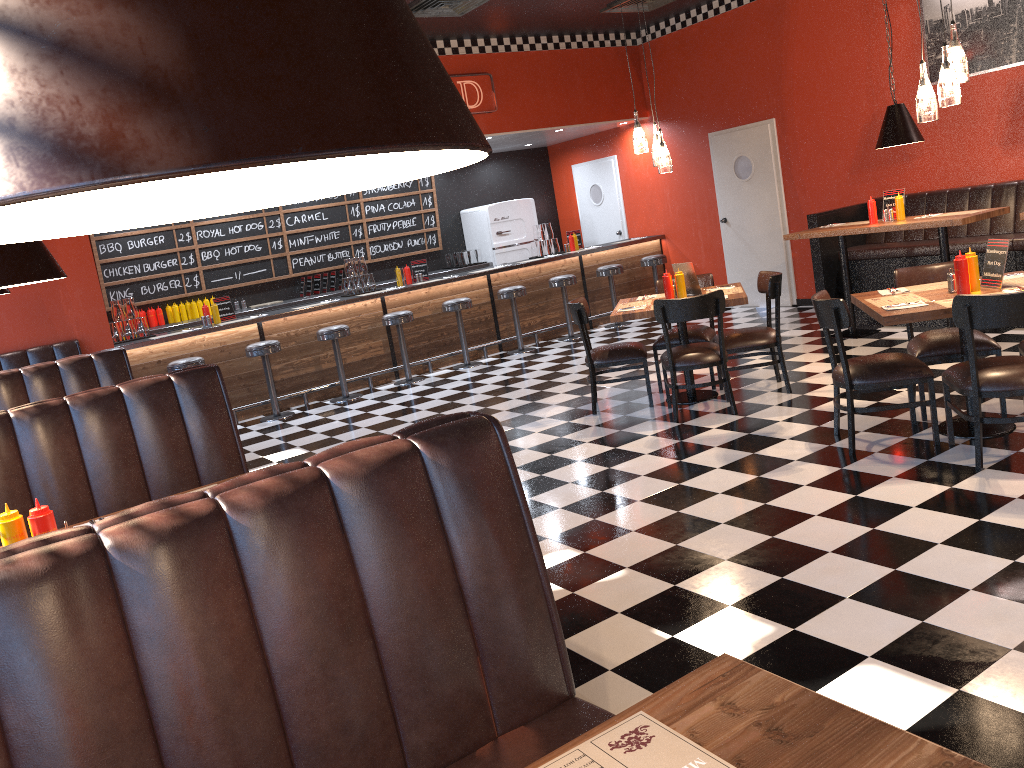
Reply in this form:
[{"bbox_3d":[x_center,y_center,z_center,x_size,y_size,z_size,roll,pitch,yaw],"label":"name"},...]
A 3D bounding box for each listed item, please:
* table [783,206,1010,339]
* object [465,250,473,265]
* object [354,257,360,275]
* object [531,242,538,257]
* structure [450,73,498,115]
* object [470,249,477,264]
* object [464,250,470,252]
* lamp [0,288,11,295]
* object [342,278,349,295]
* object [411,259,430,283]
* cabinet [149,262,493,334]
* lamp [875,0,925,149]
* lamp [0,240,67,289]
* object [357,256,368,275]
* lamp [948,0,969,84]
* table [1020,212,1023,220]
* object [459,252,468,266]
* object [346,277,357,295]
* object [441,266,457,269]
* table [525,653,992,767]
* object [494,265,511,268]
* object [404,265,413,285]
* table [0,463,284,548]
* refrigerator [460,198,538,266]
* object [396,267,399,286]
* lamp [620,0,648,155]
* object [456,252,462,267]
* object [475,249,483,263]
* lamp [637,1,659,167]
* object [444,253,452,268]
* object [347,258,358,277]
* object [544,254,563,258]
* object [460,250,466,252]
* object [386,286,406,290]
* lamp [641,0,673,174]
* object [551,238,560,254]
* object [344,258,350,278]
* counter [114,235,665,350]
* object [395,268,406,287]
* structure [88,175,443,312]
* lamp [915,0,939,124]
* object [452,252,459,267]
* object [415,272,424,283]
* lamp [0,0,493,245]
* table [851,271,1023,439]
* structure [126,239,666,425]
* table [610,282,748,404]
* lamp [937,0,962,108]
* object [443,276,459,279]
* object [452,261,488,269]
[{"bbox_3d":[3.320,-0.909,7.686,0.699,0.993,1.694,-15,11,-31],"label":"table"},{"bbox_3d":[-0.595,-1.763,12.425,0.105,0.207,0.106,-8,9,13],"label":"object"},{"bbox_3d":[-1.775,-1.355,10.191,0.105,0.207,0.106,-8,9,13],"label":"object"},{"bbox_3d":[0.296,-1.747,11.539,0.105,0.207,0.106,-8,9,13],"label":"object"},{"bbox_3d":[-1.406,-3.068,9.633,2.890,0.436,0.122,-16,11,-32],"label":"structure"},{"bbox_3d":[-0.530,-1.796,12.541,0.105,0.207,0.106,-8,9,13],"label":"object"},{"bbox_3d":[-0.633,-1.814,12.732,0.105,0.207,0.106,-8,9,13],"label":"object"},{"bbox_3d":[-2.973,-1.426,4.434,0.381,2.031,0.385,-7,9,17],"label":"lamp"},{"bbox_3d":[-1.891,-1.111,10.136,0.105,0.207,0.106,-8,9,13],"label":"object"},{"bbox_3d":[-1.091,-1.340,10.505,0.188,0.255,0.073,-9,8,3],"label":"object"},{"bbox_3d":[-2.550,-0.622,11.421,5.312,0.993,0.676,-16,11,-32],"label":"cabinet"},{"bbox_3d":[3.055,-2.977,7.223,0.381,2.031,0.385,-8,8,9],"label":"lamp"},{"bbox_3d":[-1.669,-1.267,2.429,0.381,2.031,0.385,-3,11,39],"label":"lamp"},{"bbox_3d":[-1.709,-1.349,10.100,0.105,0.207,0.106,-8,9,13],"label":"object"},{"bbox_3d":[2.201,-2.544,4.551,0.108,1.953,0.109,-5,9,30],"label":"lamp"},{"bbox_3d":[4.475,-0.768,5.909,0.699,0.993,1.694,-15,11,-31],"label":"table"},{"bbox_3d":[-0.667,-1.731,12.321,0.105,0.207,0.106,-8,9,13],"label":"object"},{"bbox_3d":[-1.820,-1.107,10.050,0.105,0.207,0.106,-8,9,13],"label":"object"},{"bbox_3d":[-0.762,-1.692,12.714,0.439,0.018,0.273,-16,12,-31],"label":"object"},{"bbox_3d":[0.003,1.081,0.763,1.701,0.769,0.958,-16,12,-32],"label":"table"},{"bbox_3d":[-0.123,-1.445,10.841,0.158,0.019,0.255,-16,12,-31],"label":"object"},{"bbox_3d":[-1.222,-1.289,10.406,0.068,0.236,0.068,-13,9,-19],"label":"object"},{"bbox_3d":[-1.291,0.923,2.752,1.701,0.769,0.958,-16,12,-32],"label":"table"},{"bbox_3d":[-0.057,-1.736,12.890,0.807,1.792,0.851,-15,10,-32],"label":"refrigerator"},{"bbox_3d":[-1.327,-1.266,10.378,0.068,0.236,0.068,-13,9,-19],"label":"object"},{"bbox_3d":[0.801,-2.667,6.454,0.109,1.953,0.108,-17,11,-40],"label":"lamp"},{"bbox_3d":[-0.716,-1.741,12.418,0.105,0.207,0.106,-8,9,13],"label":"object"},{"bbox_3d":[-0.461,-1.790,12.449,0.105,0.207,0.106,-8,9,13],"label":"object"},{"bbox_3d":[0.947,-2.583,6.484,0.108,1.953,0.109,-2,11,44],"label":"lamp"},{"bbox_3d":[-0.904,-1.756,12.668,0.105,0.207,0.106,-8,9,13],"label":"object"},{"bbox_3d":[-1.812,-1.321,10.048,0.105,0.207,0.106,-8,9,13],"label":"object"},{"bbox_3d":[0.507,-1.629,11.251,0.158,0.019,0.255,-17,13,-35],"label":"object"},{"bbox_3d":[-0.696,-1.824,12.841,0.105,0.207,0.106,-8,9,13],"label":"object"},{"bbox_3d":[-1.330,-1.091,10.054,0.158,0.019,0.255,-17,13,-35],"label":"object"},{"bbox_3d":[0.968,-2.504,6.371,0.108,1.953,0.109,-8,8,15],"label":"lamp"},{"bbox_3d":[0.567,-1.797,11.560,0.105,0.207,0.106,-8,9,13],"label":"object"},{"bbox_3d":[-1.865,-1.326,10.122,0.105,0.207,0.106,-8,9,13],"label":"object"},{"bbox_3d":[-1.007,-1.182,10.433,7.077,0.050,0.676,-16,12,-32],"label":"counter"},{"bbox_3d":[-1.284,-1.228,10.223,0.105,0.207,0.106,-8,9,13],"label":"object"},{"bbox_3d":[-2.936,-1.940,11.406,4.566,1.139,0.200,-16,10,-32],"label":"structure"},{"bbox_3d":[2.056,-2.350,4.585,0.109,1.953,0.109,-13,9,-20],"label":"lamp"},{"bbox_3d":[-0.794,-1.764,12.613,0.105,0.207,0.106,-8,9,13],"label":"object"},{"bbox_3d":[-1.091,-1.258,10.409,0.093,0.135,0.047,-7,9,18],"label":"object"},{"bbox_3d":[-0.370,-1.109,0.431,0.381,2.031,0.385,-3,11,39],"label":"lamp"},{"bbox_3d":[2.505,-0.129,4.907,0.959,0.769,0.964,-7,10,13],"label":"table"},{"bbox_3d":[-0.749,-0.634,10.250,7.077,1.033,0.216,-16,10,-32],"label":"structure"},{"bbox_3d":[1.315,-0.269,6.711,0.955,0.769,0.968,-7,10,13],"label":"table"},{"bbox_3d":[2.125,-2.403,4.481,0.108,1.953,0.109,-8,8,10],"label":"lamp"},{"bbox_3d":[-0.721,-1.263,10.414,0.158,0.019,0.256,-13,11,-16],"label":"object"},{"bbox_3d":[-0.590,-1.673,12.464,0.439,0.018,0.273,-16,12,-31],"label":"object"}]
